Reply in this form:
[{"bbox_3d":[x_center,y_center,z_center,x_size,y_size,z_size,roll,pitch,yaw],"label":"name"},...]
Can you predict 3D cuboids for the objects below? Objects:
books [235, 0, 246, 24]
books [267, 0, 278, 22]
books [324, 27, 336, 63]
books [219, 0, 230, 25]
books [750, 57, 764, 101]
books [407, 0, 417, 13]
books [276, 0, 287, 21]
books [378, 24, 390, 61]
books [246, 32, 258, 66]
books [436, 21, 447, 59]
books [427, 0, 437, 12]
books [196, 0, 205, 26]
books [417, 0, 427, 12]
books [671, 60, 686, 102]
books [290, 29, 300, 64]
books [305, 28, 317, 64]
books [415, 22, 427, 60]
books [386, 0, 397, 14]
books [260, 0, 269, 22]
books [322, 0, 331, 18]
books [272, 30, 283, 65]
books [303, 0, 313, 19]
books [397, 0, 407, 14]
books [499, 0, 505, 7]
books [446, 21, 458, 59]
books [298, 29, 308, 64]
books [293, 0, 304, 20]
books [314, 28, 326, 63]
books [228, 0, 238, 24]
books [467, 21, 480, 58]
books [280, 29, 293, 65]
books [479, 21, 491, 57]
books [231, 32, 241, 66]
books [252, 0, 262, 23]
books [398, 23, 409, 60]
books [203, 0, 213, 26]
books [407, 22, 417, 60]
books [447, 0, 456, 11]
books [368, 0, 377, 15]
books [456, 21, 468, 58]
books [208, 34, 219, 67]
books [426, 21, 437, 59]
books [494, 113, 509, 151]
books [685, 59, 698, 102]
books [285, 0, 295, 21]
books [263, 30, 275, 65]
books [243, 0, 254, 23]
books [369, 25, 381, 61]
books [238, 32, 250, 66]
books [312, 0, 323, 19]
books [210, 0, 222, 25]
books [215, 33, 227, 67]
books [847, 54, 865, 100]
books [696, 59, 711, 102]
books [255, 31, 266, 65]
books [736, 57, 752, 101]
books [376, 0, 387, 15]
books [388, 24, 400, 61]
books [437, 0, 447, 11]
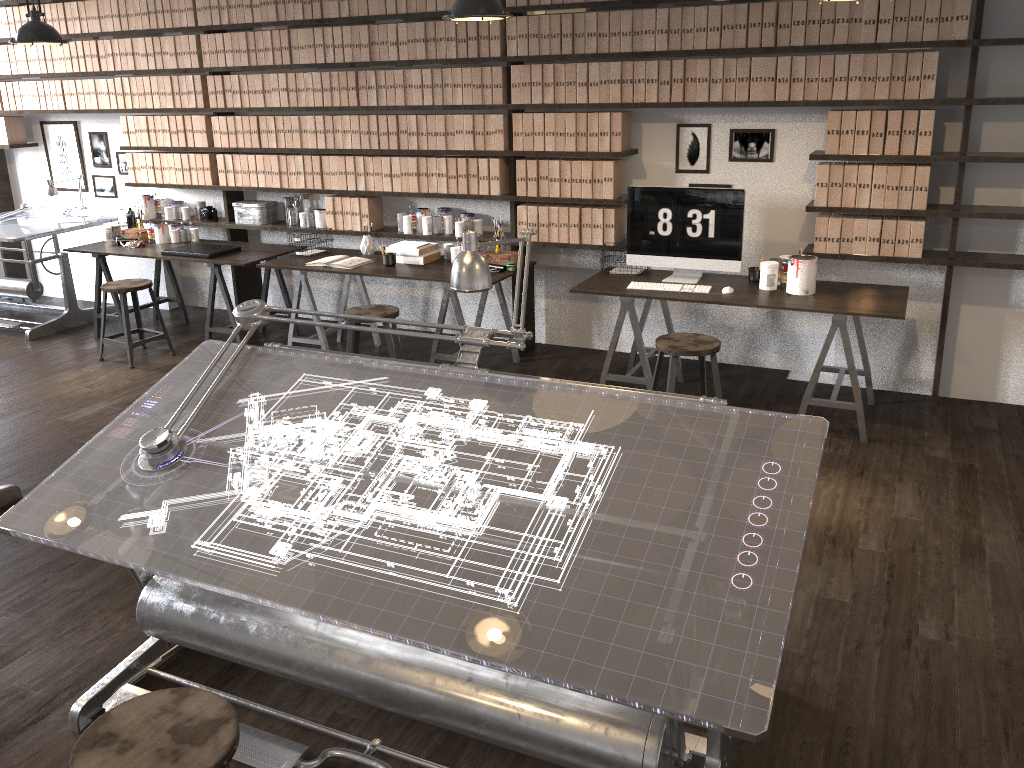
[{"bbox_3d":[-1.789,-2.560,6.011,0.067,0.222,0.177,6,19,24],"label":"books"},{"bbox_3d":[-1.543,-2.526,5.895,0.067,0.222,0.177,6,19,24],"label":"books"},{"bbox_3d":[-1.147,-2.214,5.800,0.067,0.222,0.176,6,19,24],"label":"books"},{"bbox_3d":[-1.916,-2.576,6.066,0.067,0.222,0.176,6,19,24],"label":"books"},{"bbox_3d":[1.334,-1.639,4.763,0.067,0.222,0.177,6,19,24],"label":"books"},{"bbox_3d":[-0.579,-2.403,5.468,0.067,0.222,0.176,6,19,24],"label":"books"},{"bbox_3d":[-1.480,-2.520,5.873,0.067,0.222,0.177,6,19,24],"label":"books"},{"bbox_3d":[-0.769,-2.166,5.632,0.067,0.222,0.177,6,19,24],"label":"books"},{"bbox_3d":[-1.723,-2.290,6.062,0.067,0.222,0.177,6,19,24],"label":"books"},{"bbox_3d":[-0.395,-2.118,5.465,0.067,0.222,0.176,6,19,24],"label":"books"},{"bbox_3d":[-0.454,-2.385,5.406,0.067,0.222,0.177,6,19,24],"label":"books"},{"bbox_3d":[-2.105,-2.601,6.152,0.067,0.222,0.177,6,19,24],"label":"books"},{"bbox_3d":[-0.516,-2.394,5.438,0.067,0.222,0.177,6,19,24],"label":"books"},{"bbox_3d":[0.945,-1.688,4.935,0.067,0.222,0.177,6,19,24],"label":"books"},{"bbox_3d":[-1.394,-2.248,5.915,0.067,0.222,0.177,6,19,24],"label":"books"},{"bbox_3d":[-1.280,-2.230,5.856,0.067,0.222,0.177,6,19,24],"label":"books"},{"bbox_3d":[-0.523,-2.132,5.516,0.067,0.222,0.177,6,19,24],"label":"books"},{"bbox_3d":[-0.711,-2.418,5.520,0.067,0.222,0.177,6,19,24],"label":"books"},{"bbox_3d":[-1.602,-2.535,5.926,0.067,0.222,0.177,6,19,24],"label":"books"},{"bbox_3d":[-1.151,-2.477,5.725,0.067,0.222,0.177,6,19,24],"label":"books"},{"bbox_3d":[-1.529,-2.265,5.976,0.067,0.222,0.177,6,19,24],"label":"books"},{"bbox_3d":[-1.286,-2.495,5.786,0.067,0.222,0.177,6,19,24],"label":"books"},{"bbox_3d":[-0.644,-2.410,5.493,0.067,0.222,0.176,6,19,24],"label":"books"},{"bbox_3d":[-0.081,-2.336,5.239,0.067,0.222,0.176,6,19,24],"label":"books"},{"bbox_3d":[-0.333,-2.108,5.433,0.067,0.222,0.176,6,19,24],"label":"books"},{"bbox_3d":[-1.336,-2.239,5.886,0.067,0.222,0.177,6,19,24],"label":"books"},{"bbox_3d":[-1.353,-2.502,5.811,0.067,0.222,0.176,6,19,24],"label":"books"},{"bbox_3d":[-1.214,-2.222,5.827,0.067,0.222,0.177,6,19,24],"label":"books"},{"bbox_3d":[-1.851,-2.569,6.041,0.067,0.222,0.176,6,19,24],"label":"books"},{"bbox_3d":[-0.201,-2.091,5.372,0.067,0.222,0.177,6,19,24],"label":"books"},{"bbox_3d":[-1.464,-2.255,5.940,0.067,0.222,0.177,6,19,24],"label":"books"},{"bbox_3d":[-0.131,-2.083,5.347,0.067,0.222,0.177,6,19,24],"label":"books"},{"bbox_3d":[-1.845,-2.306,6.116,0.067,0.222,0.177,6,19,24],"label":"books"},{"bbox_3d":[-1.660,-2.542,5.951,0.067,0.222,0.177,6,19,24],"label":"books"},{"bbox_3d":[-0.640,-2.148,5.572,0.067,0.222,0.177,6,19,24],"label":"books"},{"bbox_3d":[-2.049,-2.592,6.122,0.067,0.222,0.177,6,19,24],"label":"books"},{"bbox_3d":[-0.582,-2.142,5.548,0.067,0.222,0.177,6,19,24],"label":"books"},{"bbox_3d":[-0.330,-2.370,5.354,0.067,0.222,0.177,6,19,24],"label":"books"},{"bbox_3d":[-0.832,-2.435,5.579,0.067,0.222,0.177,6,19,24],"label":"books"},{"bbox_3d":[-0.266,-2.101,5.408,0.067,0.222,0.177,6,19,24],"label":"books"},{"bbox_3d":[-2.032,-2.330,6.200,0.067,0.222,0.177,6,19,24],"label":"books"},{"bbox_3d":[-0.460,-2.126,5.494,0.067,0.222,0.177,6,19,24],"label":"books"},{"bbox_3d":[-0.044,-1.549,5.461,0.067,0.222,0.177,6,19,24],"label":"books"},{"bbox_3d":[1.015,-1.681,4.909,0.067,0.222,0.177,6,19,24],"label":"books"},{"bbox_3d":[-1.415,-2.512,5.844,0.067,0.222,0.176,6,19,24],"label":"books"},{"bbox_3d":[-1.596,-2.272,6.001,0.067,0.222,0.176,6,19,24],"label":"books"},{"bbox_3d":[-1.726,-2.550,5.978,0.067,0.222,0.177,6,19,24],"label":"books"},{"bbox_3d":[-0.831,-2.175,5.662,0.067,0.222,0.176,6,19,24],"label":"books"},{"bbox_3d":[-1.787,-2.296,6.085,0.067,0.222,0.177,6,19,24],"label":"books"},{"bbox_3d":[-1.221,-2.484,5.751,0.067,0.222,0.177,6,19,24],"label":"books"},{"bbox_3d":[-1.983,-2.583,6.093,0.067,0.222,0.177,6,19,24],"label":"books"},{"bbox_3d":[-1.970,-2.321,6.168,0.067,0.222,0.177,6,19,24],"label":"books"},{"bbox_3d":[1.778,-1.581,4.562,0.067,0.222,0.177,6,19,24],"label":"books"},{"bbox_3d":[1.072,-1.671,4.876,0.067,0.222,0.177,6,19,24],"label":"books"},{"bbox_3d":[-1.658,-2.282,6.033,0.067,0.222,0.176,6,19,24],"label":"books"},{"bbox_3d":[1.266,-1.648,4.795,0.067,0.222,0.177,6,19,24],"label":"books"},{"bbox_3d":[-0.777,-2.426,5.549,0.067,0.222,0.177,6,19,24],"label":"books"},{"bbox_3d":[-0.706,-2.156,5.600,0.067,0.222,0.177,6,19,24],"label":"books"},{"bbox_3d":[-0.388,-2.377,5.378,0.067,0.222,0.177,6,19,24],"label":"books"}]
